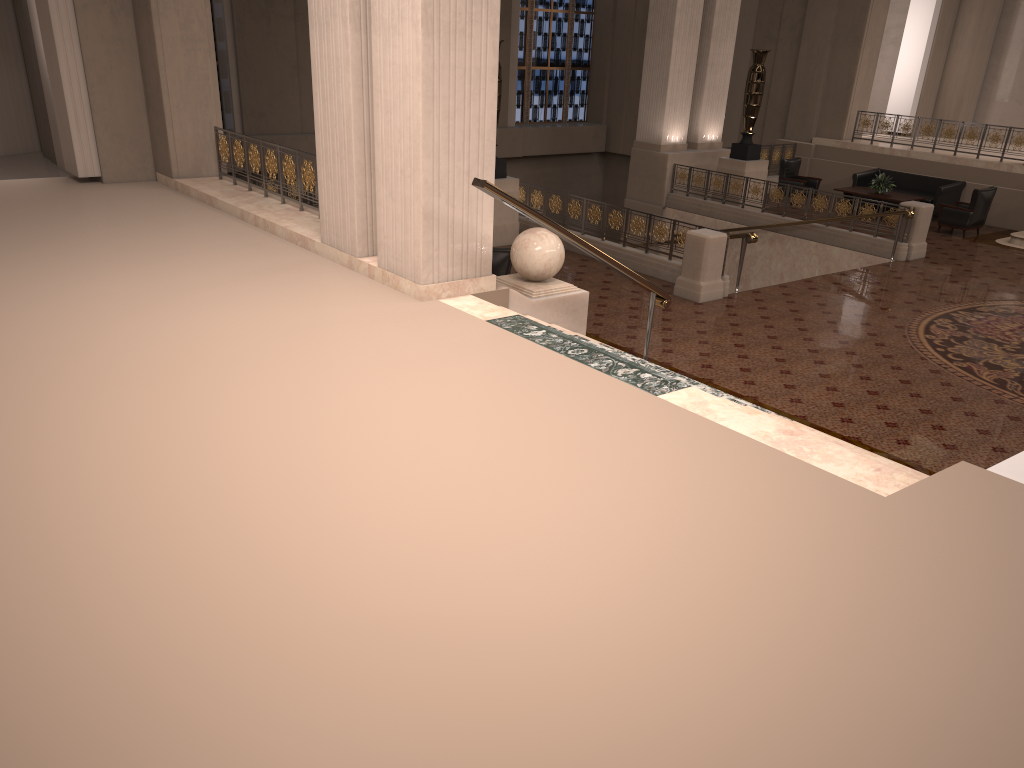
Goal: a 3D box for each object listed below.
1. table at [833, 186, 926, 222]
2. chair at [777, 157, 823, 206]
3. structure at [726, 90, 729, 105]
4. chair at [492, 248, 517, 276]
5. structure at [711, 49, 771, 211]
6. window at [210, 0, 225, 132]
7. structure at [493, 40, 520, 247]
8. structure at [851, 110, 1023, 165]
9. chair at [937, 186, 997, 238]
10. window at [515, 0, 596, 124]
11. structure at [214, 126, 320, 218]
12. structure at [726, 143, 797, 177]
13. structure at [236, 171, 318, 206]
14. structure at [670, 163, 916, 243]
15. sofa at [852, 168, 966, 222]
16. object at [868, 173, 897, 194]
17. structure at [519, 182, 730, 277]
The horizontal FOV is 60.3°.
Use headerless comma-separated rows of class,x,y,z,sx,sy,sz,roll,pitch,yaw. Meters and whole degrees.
table,7.029,-3.454,16.981,0.826,0.456,1.432,-15,28,-36
chair,5.823,-4.119,17.920,0.635,0.884,0.699,-19,32,-39
structure,4.580,-7.078,21.916,0.030,0.700,2.093,-18,30,-35
chair,-0.249,-1.186,9.952,0.646,0.884,0.687,7,25,10
structure,4.358,-4.622,16.279,0.689,2.919,0.679,-17,32,-34
window,-7.198,-7.641,16.837,2.943,5.609,0.067,-15,31,-33
structure,-0.331,-3.509,12.970,0.689,2.919,0.679,-17,32,-34
structure,8.408,-4.911,17.452,0.031,0.655,3.587,-18,30,-35
chair,8.043,-3.085,15.632,0.638,0.884,0.696,-16,30,-35
window,1.011,-9.590,22.631,2.943,5.609,0.067,-15,31,-33
structure,-2.548,-2.309,9.719,0.031,0.654,3.587,-18,30,-35
structure,5.259,-4.759,18.852,2.498,0.685,0.031,-14,30,-34
structure,-2.999,-2.799,13.024,2.498,0.685,0.031,-14,30,-34
structure,4.577,-3.184,15.183,0.078,0.563,4.796,-18,30,-36
sofa,7.759,-3.753,17.434,0.862,0.740,1.867,-16,29,-36
object,7.044,-3.830,16.775,0.502,0.394,0.502,0,24,-6
structure,1.230,-2.389,12.821,0.078,0.563,4.792,-17,29,-35
